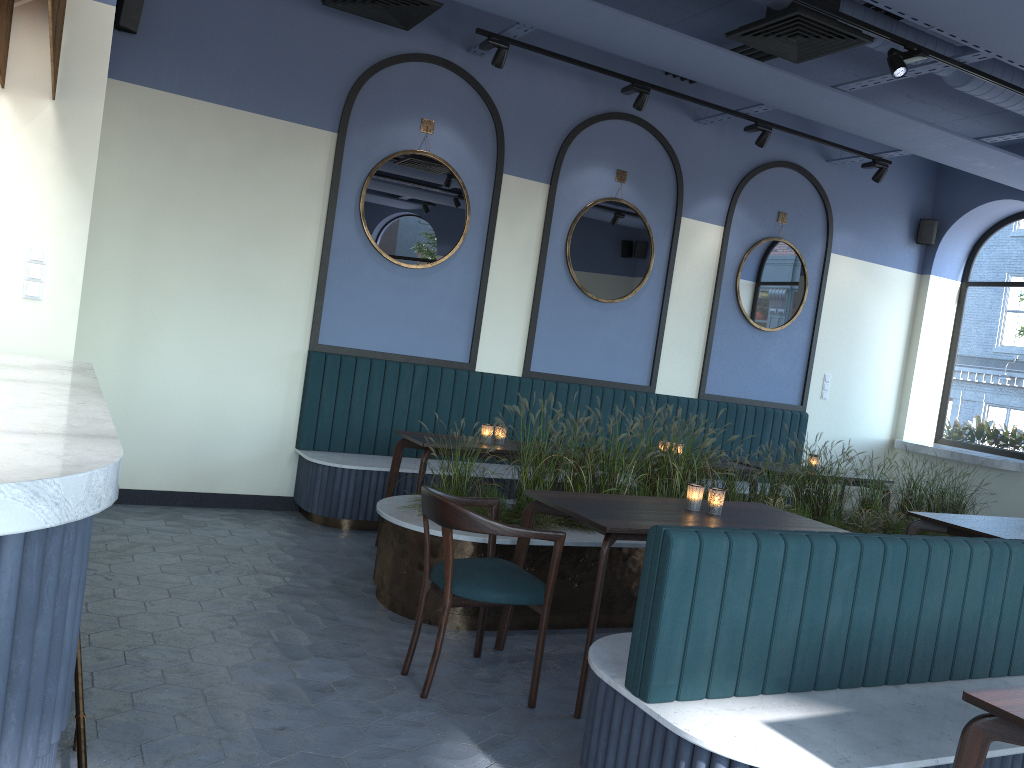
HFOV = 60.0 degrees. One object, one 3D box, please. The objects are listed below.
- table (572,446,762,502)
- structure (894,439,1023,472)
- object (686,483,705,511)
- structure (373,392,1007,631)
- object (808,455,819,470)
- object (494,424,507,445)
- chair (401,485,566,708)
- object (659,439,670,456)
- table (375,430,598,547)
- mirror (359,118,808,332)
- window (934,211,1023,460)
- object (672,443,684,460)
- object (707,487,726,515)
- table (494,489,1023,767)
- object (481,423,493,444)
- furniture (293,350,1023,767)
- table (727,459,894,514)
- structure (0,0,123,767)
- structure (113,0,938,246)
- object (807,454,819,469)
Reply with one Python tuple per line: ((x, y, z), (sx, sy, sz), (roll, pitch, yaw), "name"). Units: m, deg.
((1.077, 0.903, 6.340), (1.332, 0.755, 0.548), (7, 3, -27), "table")
((3.137, 0.817, 2.017), (4.315, 0.080, 14.155), (9, 3, 24), "structure")
((0.859, 0.533, 4.173), (0.078, 0.120, 0.078), (6, 4, -44), "object")
((1.503, 0.770, 5.614), (4.878, 1.207, 1.143), (7, 3, -26), "structure")
((2.346, 0.617, 6.901), (0.078, 0.120, 0.078), (6, 4, -44), "object")
((-0.076, 0.325, 5.692), (0.078, 0.120, 0.078), (8, 3, -10), "object")
((-0.154, 0.837, 3.623), (0.525, 0.793, 0.618), (7, 3, -28), "chair")
((1.087, 0.462, 6.344), (0.078, 0.120, 0.078), (6, 4, -44), "object")
((-0.138, 0.758, 5.704), (1.285, 0.755, 0.548), (7, 3, -27), "table")
((0.859, -1.207, 7.296), (4.357, 1.089, 0.026), (7, 3, -27), "mirror")
((3.519, -0.363, 1.888), (3.897, 2.394, 14.212), (9, 3, 23), "window")
((1.181, 0.477, 6.319), (0.078, 0.120, 0.078), (6, 4, -44), "object")
((0.952, 0.547, 4.148), (0.078, 0.120, 0.078), (6, 4, -44), "object")
((0.632, 1.047, 1.985), (9.778, 0.755, 3.997), (6, 4, -44), "table")
((-0.160, 0.316, 5.643), (0.078, 0.120, 0.078), (8, 3, -10), "object")
((1.652, 0.835, 5.314), (4.800, 1.150, 4.703), (7, 3, -27), "furniture")
((2.310, 1.050, 6.984), (1.332, 0.755, 0.548), (7, 3, -27), "table")
((-2.776, -0.980, 1.876), (3.653, 3.800, 3.220), (7, 3, -27), "structure")
((0.507, -1.778, 3.346), (13.143, 0.268, 7.261), (6, 4, -44), "structure")
((2.371, 0.616, 6.995), (0.078, 0.120, 0.078), (6, 4, -44), "object")
